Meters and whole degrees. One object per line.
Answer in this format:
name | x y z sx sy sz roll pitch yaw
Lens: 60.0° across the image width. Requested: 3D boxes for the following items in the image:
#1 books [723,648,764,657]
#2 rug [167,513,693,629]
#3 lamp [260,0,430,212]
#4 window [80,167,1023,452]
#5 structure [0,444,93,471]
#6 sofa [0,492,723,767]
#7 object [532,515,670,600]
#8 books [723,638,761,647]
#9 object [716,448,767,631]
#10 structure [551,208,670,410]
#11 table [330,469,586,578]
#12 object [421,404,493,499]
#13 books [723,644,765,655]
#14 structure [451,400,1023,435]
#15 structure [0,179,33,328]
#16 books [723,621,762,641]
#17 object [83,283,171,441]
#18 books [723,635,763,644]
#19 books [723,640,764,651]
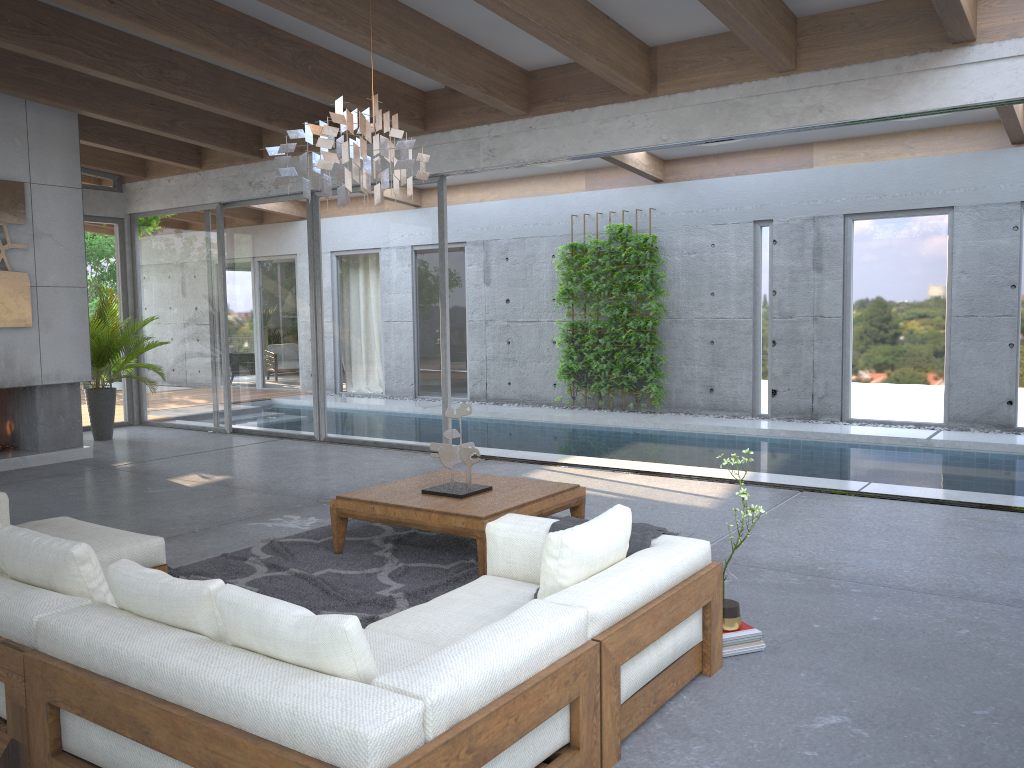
books | 0.878 1.076 3.719 0.219 0.012 0.286 -3 5 -20
rug | -0.665 0.988 4.855 2.187 0.056 3.186 2 6 35
lamp | -0.810 -1.536 4.220 0.862 1.400 0.636 -2 5 -9
window | -0.151 -0.867 4.892 23.280 3.764 14.294 2 6 34
structure | -5.710 0.496 8.727 2.203 0.595 2.012 2 6 34
sofa | -1.275 0.814 3.693 3.733 0.777 1.965 2 6 34
object | 0.342 0.916 3.496 0.472 0.704 0.857 2 5 31
books | 0.866 1.038 3.726 0.219 0.012 0.286 -3 5 -20
object | 0.924 0.637 3.634 0.171 0.750 0.238 -4 6 -34
structure | 3.268 -0.726 8.267 2.739 2.687 10.282 -5 6 -38
table | -0.303 0.803 5.273 1.112 0.352 1.048 2 6 34
object | -0.344 0.372 5.230 0.379 0.518 0.346 2 6 34
books | 0.882 1.064 3.715 0.219 0.012 0.286 -3 5 -20
structure | 2.084 0.405 11.947 13.673 0.068 0.477 2 6 34
structure | -4.810 -1.177 7.957 0.041 1.351 0.919 2 6 34
books | 0.870 1.014 3.721 0.219 0.012 0.286 -3 5 -20
object | -4.763 -0.264 10.238 1.798 1.819 1.484 3 6 41
books | 0.875 1.026 3.721 0.219 0.012 0.286 -3 5 -20
books | 0.878 1.051 3.717 0.219 0.012 0.286 -3 5 -20
